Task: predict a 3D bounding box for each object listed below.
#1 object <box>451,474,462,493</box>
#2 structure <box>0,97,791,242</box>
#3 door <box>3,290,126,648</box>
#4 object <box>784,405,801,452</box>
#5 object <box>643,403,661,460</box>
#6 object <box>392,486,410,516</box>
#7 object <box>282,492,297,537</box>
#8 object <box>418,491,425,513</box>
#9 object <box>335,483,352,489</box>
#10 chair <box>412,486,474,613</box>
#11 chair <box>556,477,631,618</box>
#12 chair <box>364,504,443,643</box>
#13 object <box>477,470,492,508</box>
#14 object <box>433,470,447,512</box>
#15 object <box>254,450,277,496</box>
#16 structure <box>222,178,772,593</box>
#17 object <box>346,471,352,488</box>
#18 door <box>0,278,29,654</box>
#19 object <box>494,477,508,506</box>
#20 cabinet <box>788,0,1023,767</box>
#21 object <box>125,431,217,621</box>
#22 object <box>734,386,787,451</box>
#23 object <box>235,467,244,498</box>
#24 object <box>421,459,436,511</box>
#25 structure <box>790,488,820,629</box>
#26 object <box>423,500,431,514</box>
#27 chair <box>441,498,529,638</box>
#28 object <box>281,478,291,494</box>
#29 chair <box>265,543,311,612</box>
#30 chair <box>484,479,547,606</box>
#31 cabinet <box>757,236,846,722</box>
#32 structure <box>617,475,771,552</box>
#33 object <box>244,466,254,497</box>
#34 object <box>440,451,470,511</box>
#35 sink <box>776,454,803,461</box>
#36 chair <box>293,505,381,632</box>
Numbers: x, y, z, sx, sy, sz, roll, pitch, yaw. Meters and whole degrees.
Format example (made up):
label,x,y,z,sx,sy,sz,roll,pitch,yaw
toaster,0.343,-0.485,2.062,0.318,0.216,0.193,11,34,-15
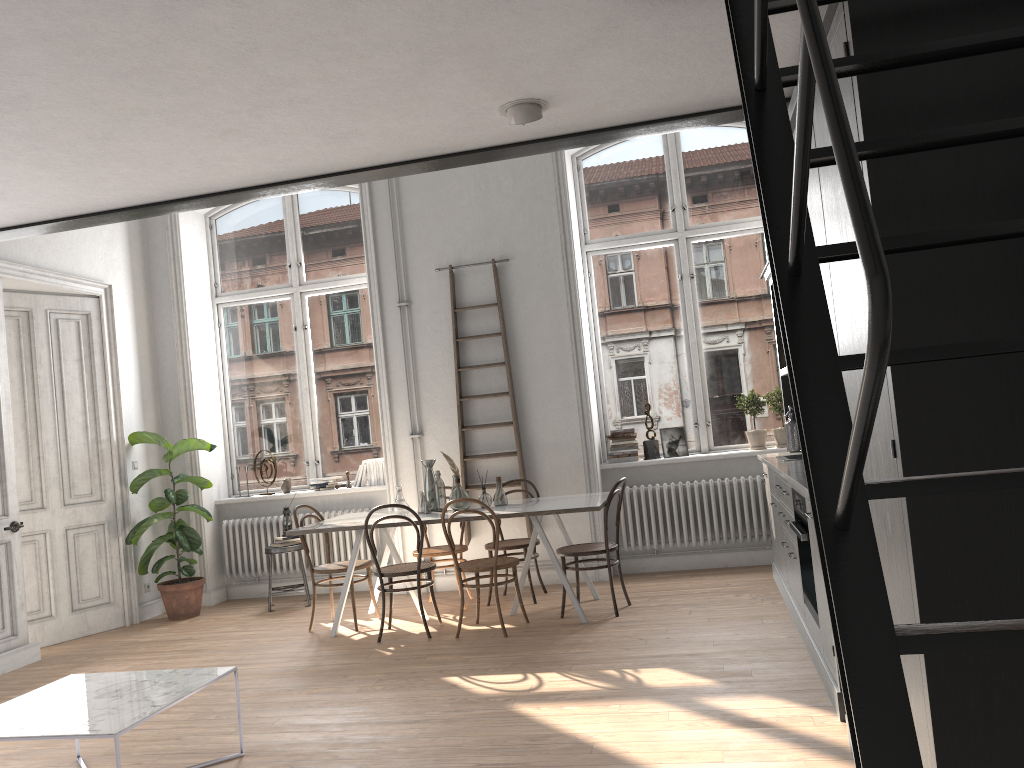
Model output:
label,x,y,z,sx,sy,sz,roll,pitch,yaw
object,-0.409,0.804,6.615,0.098,0.255,0.100,-5,-3,-12
structure,-1.718,-1.464,1.928,5.928,1.212,4.159,-6,-3,11
door,-3.699,0.655,7.135,0.216,2.813,1.097,-7,-3,36
object,2.107,0.335,6.669,0.109,0.349,0.109,-5,-3,-7
object,1.191,0.408,7.682,0.122,0.488,0.102,-7,-3,36
object,-0.819,0.857,6.494,0.132,0.219,0.132,-6,-3,1
object,-1.951,1.137,7.781,0.163,0.383,0.154,-5,-3,-15
object,-0.665,0.878,6.592,0.083,0.158,0.083,-6,-3,7
object,-1.574,0.943,8.241,0.153,0.048,0.088,-3,-4,-39
chair,-0.557,1.292,7.034,0.438,0.920,0.549,-6,-3,10
chair,0.576,1.138,6.239,0.549,0.920,0.438,-7,-3,24
chair,-0.754,1.264,6.116,0.438,0.920,0.549,-6,-3,7
object,-0.206,0.764,6.490,0.107,0.283,0.107,-6,-3,6
object,-0.537,0.791,6.568,0.086,0.301,0.086,-6,-2,-3
object,-2.324,0.837,8.382,0.348,0.425,0.087,-8,-4,44
structure,-0.341,-0.479,7.778,5.183,4.472,0.340,-6,-3,12
object,-1.507,0.881,8.172,0.048,0.153,0.088,-5,-3,-18
door,-3.772,0.602,5.964,0.216,2.813,1.097,-6,-3,13
object,-0.090,0.790,6.542,0.101,0.211,0.101,-4,-3,-39
cabinet,1.329,0.151,2.694,0.634,2.370,1.401,-6,-3,11
object,-0.501,0.817,6.953,5.828,1.841,0.792,-7,-3,17
object,2.149,0.285,7.490,0.500,0.524,0.234,-6,-3,1
object,-2.609,0.938,8.477,0.095,0.289,0.095,-8,-3,43
object,-0.614,0.765,6.699,0.116,0.382,0.116,-7,-3,23
structure,1.746,0.830,4.423,0.618,0.623,0.622,-6,-3,11
object,-0.622,0.900,6.485,0.058,0.094,0.058,-8,-3,40
chair,-0.191,1.200,5.964,0.438,0.920,0.549,-7,-3,22
object,-2.123,0.956,8.334,0.100,0.142,0.102,-5,-3,-14
chair,-1.952,1.663,7.703,0.364,0.522,0.360,-5,-3,-15
chair,0.018,1.232,6.998,0.438,0.920,0.549,-7,-3,18
cabinet,1.792,-0.374,5.245,0.635,3.582,3.251,-6,-3,11
structure,1.644,1.069,7.409,1.577,0.552,0.194,-6,-3,12
object,-2.507,0.924,8.397,0.095,0.289,0.095,-7,-3,34
object,-0.395,0.699,6.450,0.157,0.446,0.157,-7,-3,29
sink,2.056,0.447,5.953,0.514,0.504,0.526,-6,-3,11
chair,-1.317,1.348,6.649,0.549,0.920,0.438,-7,-3,20
